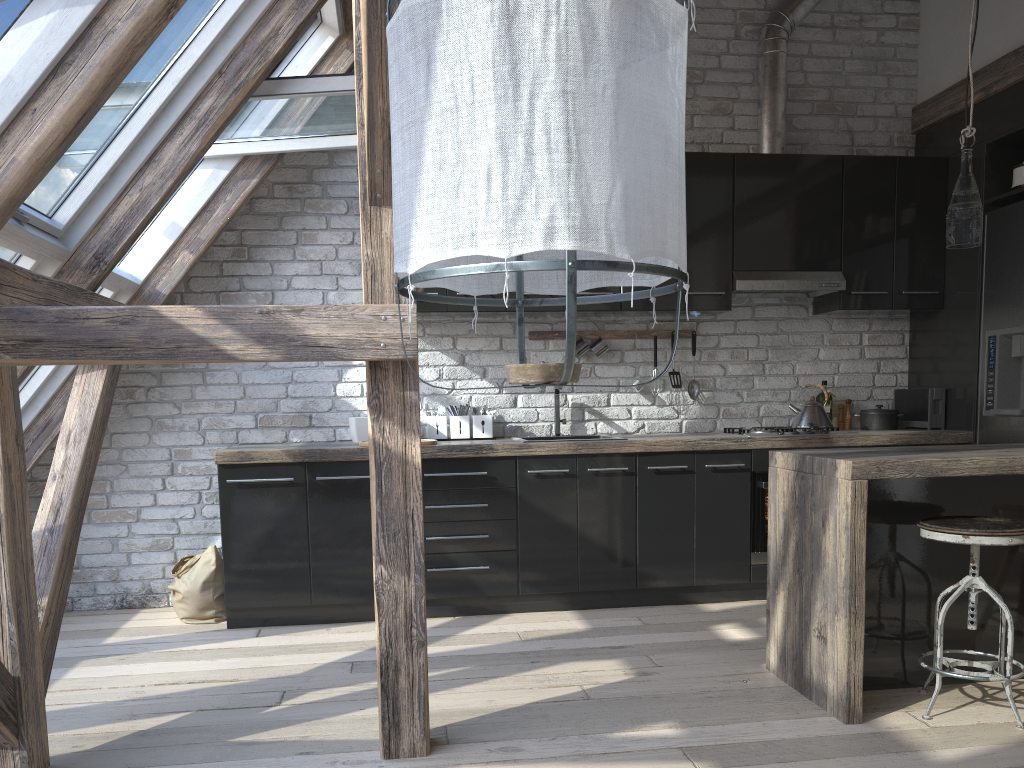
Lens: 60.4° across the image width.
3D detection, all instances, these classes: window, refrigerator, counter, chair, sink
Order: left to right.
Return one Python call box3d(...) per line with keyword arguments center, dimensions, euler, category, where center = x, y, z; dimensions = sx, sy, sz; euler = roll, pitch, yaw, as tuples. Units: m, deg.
box3d(center=(-2.102, 0.094, 2.805), dimensions=(1.095, 1.290, 0.848), euler=(-2, 4, -8), category="window")
box3d(center=(-2.232, 0.112, 3.711), dimensions=(1.095, 1.290, 0.848), euler=(-2, 4, -8), category="window")
box3d(center=(-1.057, -1.137, 1.903), dimensions=(1.405, 1.290, 0.848), euler=(-1, 4, -8), category="window")
box3d(center=(-1.139, -1.119, 2.815), dimensions=(1.095, 1.290, 0.848), euler=(-2, 4, -8), category="window")
box3d(center=(-1.330, -1.100, 3.712), dimensions=(1.519, 1.290, 0.848), euler=(-1, 4, -8), category="window")
box3d(center=(0.277, 0.255, 4.563), dimensions=(0.526, 0.520, 0.510), euler=(-1, 3, -8), category="sink")
box3d(center=(0.602, 0.696, 3.835), dimensions=(3.809, 0.860, 2.229), euler=(-1, 0, -8), category="counter")
box3d(center=(1.520, 0.767, 2.905), dimensions=(0.353, 0.643, 0.350), euler=(1, 5, 25), category="chair")
box3d(center=(2.797, 0.097, 4.086), dimensions=(0.851, 1.941, 0.934), euler=(-2, 5, -8), category="refrigerator")

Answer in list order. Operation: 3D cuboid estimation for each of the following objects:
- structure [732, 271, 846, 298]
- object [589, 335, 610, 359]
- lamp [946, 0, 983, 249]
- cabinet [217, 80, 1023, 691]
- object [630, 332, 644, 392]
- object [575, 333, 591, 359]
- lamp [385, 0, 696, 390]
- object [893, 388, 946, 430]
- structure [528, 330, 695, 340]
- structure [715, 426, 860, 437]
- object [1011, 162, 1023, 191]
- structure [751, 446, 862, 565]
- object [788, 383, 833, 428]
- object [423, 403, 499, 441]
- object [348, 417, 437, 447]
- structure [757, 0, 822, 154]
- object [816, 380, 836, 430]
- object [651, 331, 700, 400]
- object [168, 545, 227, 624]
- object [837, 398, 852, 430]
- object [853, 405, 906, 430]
box3d(center=(1.430, -0.537, 4.754), dimensions=(0.599, 0.104, 0.366), euler=(-1, 0, -8), category="structure")
box3d(center=(0.475, -0.208, 4.773), dimensions=(0.117, 0.140, 0.092), euler=(-1, 4, 9), category="object")
box3d(center=(1.469, -1.097, 2.748), dimensions=(0.108, 1.302, 0.222), euler=(-2, 6, -6), category="lamp")
box3d(center=(0.778, -0.139, 3.842), dimensions=(4.212, 2.535, 2.076), euler=(-1, 3, -8), category="cabinet")
box3d(center=(0.685, -0.118, 4.825), dimensions=(0.071, 0.329, 0.065), euler=(-2, 6, -8), category="object")
box3d(center=(0.366, -0.206, 4.766), dimensions=(0.117, 0.140, 0.092), euler=(-1, 4, -6), category="object")
box3d(center=(0.028, -0.944, 1.151), dimensions=(0.399, 1.915, 0.403), euler=(3, 7, 33), category="lamp")
box3d(center=(2.272, 0.139, 4.924), dimensions=(0.088, 0.228, 0.349), euler=(-2, 1, -8), category="object")
box3d(center=(0.556, -0.271, 4.800), dimensions=(0.931, 0.046, 0.081), euler=(-1, 1, -8), category="structure")
box3d(center=(1.460, 0.251, 4.732), dimensions=(0.605, 0.032, 0.493), euler=(-1, -1, -8), category="structure")
box3d(center=(2.519, -1.017, 4.247), dimensions=(0.186, 0.176, 0.207), euler=(0, 3, 32), category="object")
box3d(center=(1.470, 0.626, 4.752), dimensions=(0.587, 0.595, 0.580), euler=(-2, 3, -8), category="structure")
box3d(center=(1.598, 0.114, 4.685), dimensions=(0.221, 0.237, 0.220), euler=(-2, 3, -18), category="object")
box3d(center=(-0.275, 0.198, 4.687), dimensions=(0.405, 0.203, 0.146), euler=(-1, 4, -7), category="object")
box3d(center=(-0.609, 0.234, 4.451), dimensions=(0.380, 0.135, 0.587), euler=(-1, -1, -20), category="object")
box3d(center=(1.805, -1.841, 4.765), dimensions=(0.982, 1.298, 0.168), euler=(-2, 6, -8), category="structure")
box3d(center=(1.785, 0.122, 4.992), dimensions=(0.089, 0.286, 0.081), euler=(-2, 6, -13), category="object")
box3d(center=(0.900, -0.100, 4.825), dimensions=(0.282, 0.385, 0.069), euler=(-2, 6, -8), category="object")
box3d(center=(-1.581, 0.981, 4.426), dimensions=(0.393, 0.393, 0.335), euler=(0, 3, 18), category="object")
box3d(center=(1.902, 0.170, 5.033), dimensions=(0.080, 0.185, 0.039), euler=(-1, 6, 5), category="object")
box3d(center=(2.064, 0.187, 4.947), dimensions=(0.247, 0.142, 0.208), euler=(-1, 1, -9), category="object")
